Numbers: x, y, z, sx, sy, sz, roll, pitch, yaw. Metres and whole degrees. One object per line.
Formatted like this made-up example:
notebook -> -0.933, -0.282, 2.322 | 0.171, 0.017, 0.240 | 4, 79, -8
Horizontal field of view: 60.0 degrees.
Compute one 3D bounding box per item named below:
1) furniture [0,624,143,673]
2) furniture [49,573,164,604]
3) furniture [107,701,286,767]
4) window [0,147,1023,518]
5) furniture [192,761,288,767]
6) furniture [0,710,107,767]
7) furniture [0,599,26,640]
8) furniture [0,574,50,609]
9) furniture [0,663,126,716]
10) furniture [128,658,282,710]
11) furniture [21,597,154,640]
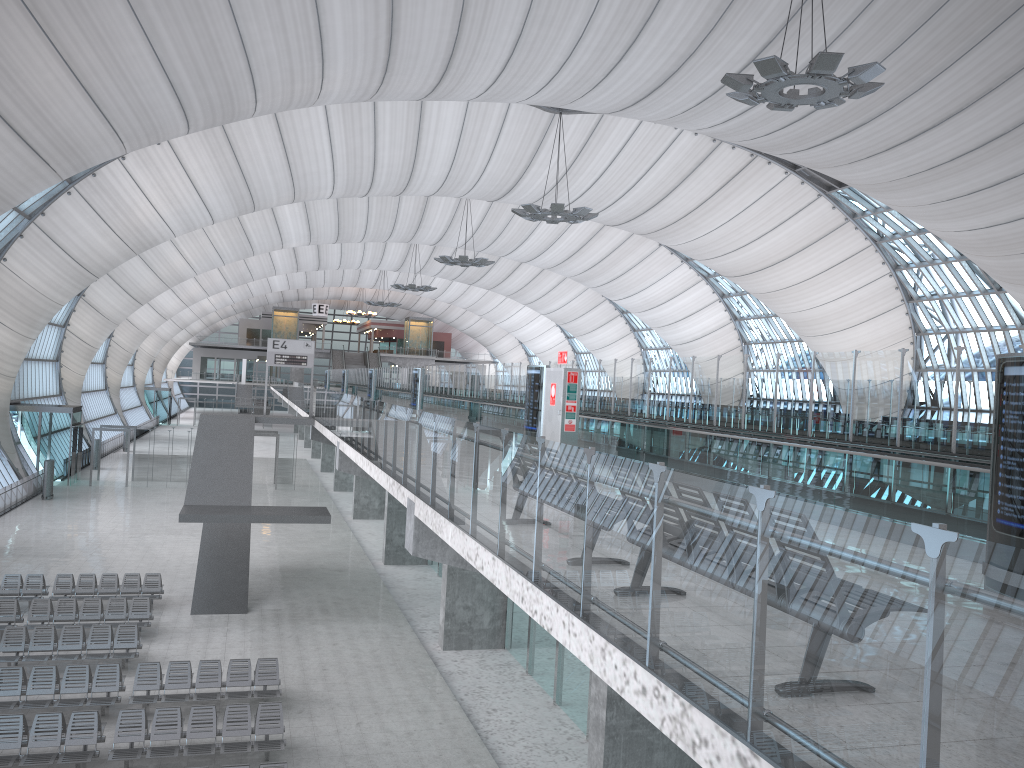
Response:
furniture -> -9.266, 5.536, 18.655 | 2.705, 0.913, 1.572 | 3, 0, -16
furniture -> -10.669, 5.471, 23.443 | 2.705, 0.913, 1.572 | 3, 0, -16
furniture -> -5.113, 5.751, 14.589 | 2.705, 0.913, 1.572 | 3, 0, -16
window -> -8.656, -3.717, 76.130 | 50.537, 20.004, 167.818 | 3, 0, -16
furniture -> -4.437, 5.782, 12.285 | 2.705, 0.913, 1.572 | 3, 0, -16
furniture -> -7.839, 5.601, 13.788 | 2.705, 0.913, 1.572 | 3, 0, -16
furniture -> -12.653, 5.355, 20.108 | 2.705, 0.913, 1.572 | 3, 0, -16
furniture -> -13.396, 5.321, 22.642 | 2.705, 0.913, 1.572 | 3, 0, -16
furniture -> -8.514, 5.570, 16.092 | 2.705, 0.913, 1.572 | 3, 0, -16
furniture -> -5.788, 5.720, 16.893 | 2.705, 0.913, 1.572 | 3, 0, -16
furniture -> -9.926, 5.505, 20.909 | 2.705, 0.913, 1.572 | 3, 0, -16
